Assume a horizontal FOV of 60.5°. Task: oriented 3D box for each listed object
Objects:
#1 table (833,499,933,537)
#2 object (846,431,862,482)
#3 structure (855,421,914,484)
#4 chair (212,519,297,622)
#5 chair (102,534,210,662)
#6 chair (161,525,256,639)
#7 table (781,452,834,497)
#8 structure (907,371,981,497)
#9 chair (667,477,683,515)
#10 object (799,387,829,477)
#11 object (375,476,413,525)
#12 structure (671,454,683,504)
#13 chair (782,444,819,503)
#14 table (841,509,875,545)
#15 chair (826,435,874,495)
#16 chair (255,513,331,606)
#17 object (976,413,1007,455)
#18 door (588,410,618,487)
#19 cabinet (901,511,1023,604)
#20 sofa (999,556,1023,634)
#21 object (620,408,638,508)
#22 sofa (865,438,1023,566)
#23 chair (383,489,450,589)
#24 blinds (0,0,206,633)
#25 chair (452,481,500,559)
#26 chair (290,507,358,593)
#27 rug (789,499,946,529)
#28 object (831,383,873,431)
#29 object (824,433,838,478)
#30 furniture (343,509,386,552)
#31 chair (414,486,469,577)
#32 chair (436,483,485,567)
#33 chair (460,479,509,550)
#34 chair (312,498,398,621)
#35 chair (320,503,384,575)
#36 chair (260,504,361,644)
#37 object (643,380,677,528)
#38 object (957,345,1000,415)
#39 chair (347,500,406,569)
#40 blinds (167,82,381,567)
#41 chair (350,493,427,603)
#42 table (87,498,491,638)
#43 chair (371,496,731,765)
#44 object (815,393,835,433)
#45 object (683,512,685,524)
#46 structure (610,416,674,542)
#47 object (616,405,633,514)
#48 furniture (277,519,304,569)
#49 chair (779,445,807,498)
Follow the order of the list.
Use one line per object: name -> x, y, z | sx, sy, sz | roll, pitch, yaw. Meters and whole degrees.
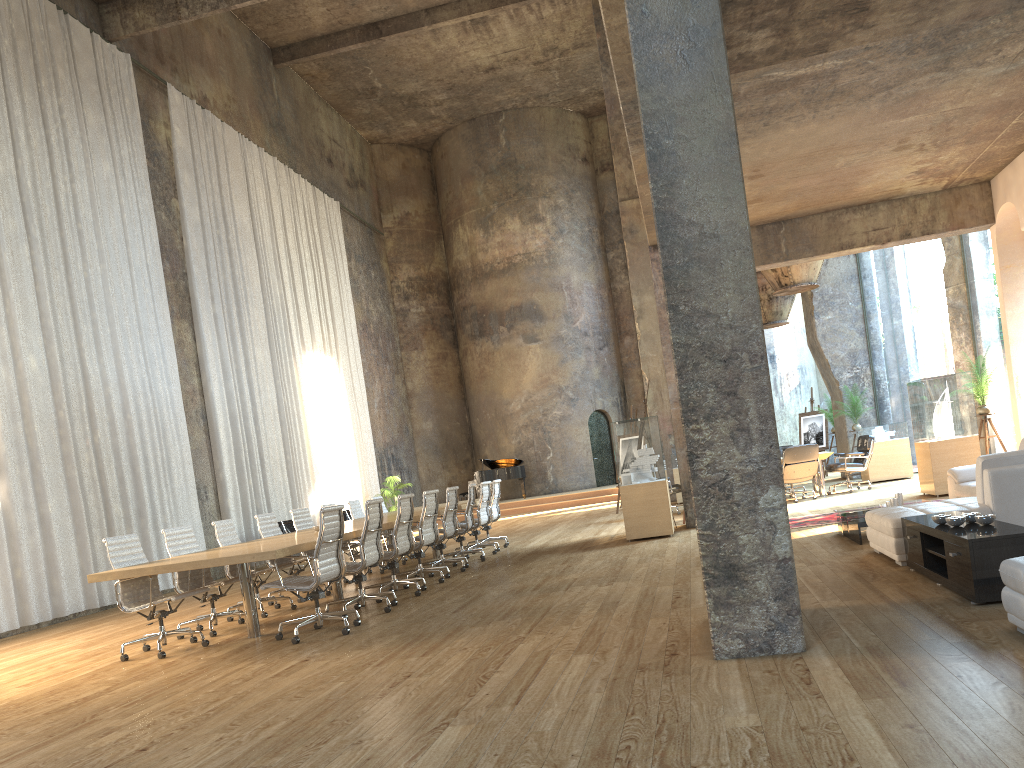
table -> 3.674, 1.328, 8.700 | 0.863, 0.247, 0.369 | -9, -4, 12
object -> 6.805, 1.363, 16.942 | 0.652, 0.973, 0.576 | -8, 0, -43
structure -> 6.738, 1.246, 15.924 | 0.738, 1.015, 0.741 | -8, -1, 11
chair -> -2.651, 1.878, 9.098 | 0.701, 1.026, 0.663 | -8, 0, 11
chair -> -2.965, 1.748, 7.408 | 0.703, 1.026, 0.662 | -8, 0, 17
chair -> -2.821, 1.816, 8.260 | 0.703, 1.026, 0.661 | -8, 0, 20
table -> 4.121, 1.663, 14.823 | 2.419, 0.700, 1.103 | -9, -4, 12
structure -> 5.710, 0.678, 11.594 | 0.596, 1.549, 0.739 | -8, 0, 11
chair -> 2.603, 1.819, 15.150 | 0.823, 0.893, 0.729 | -8, -1, 8
object -> 7.088, 1.134, 20.589 | 0.707, 2.149, 0.677 | -7, 1, 40
object -> -2.905, 3.010, 21.820 | 1.092, 1.458, 1.129 | -8, -1, 2
structure -> 3.685, 1.886, 17.910 | 0.746, 1.015, 0.733 | -8, -1, 11
chair -> 4.464, 1.438, 14.040 | 0.726, 0.893, 0.826 | -8, -2, -15
table -> 3.604, 1.322, 8.339 | 0.793, 0.202, 1.109 | -9, -6, 11
chair -> 5.552, 1.332, 14.511 | 0.822, 0.893, 0.729 | -8, -1, 6
chair -> -2.477, 1.947, 10.013 | 0.703, 1.026, 0.662 | -8, 0, 17
object -> 6.402, 0.906, 11.948 | 0.654, 0.973, 0.575 | -8, 0, -24
door -> 2.659, 1.919, 26.349 | 0.895, 2.299, 0.092 | -9, 2, -30
cabinet -> 2.819, 1.055, 5.495 | 0.397, 0.369, 1.560 | -9, -5, 11
sofa -> 3.189, 0.615, 3.472 | 2.075, 0.722, 1.069 | -9, -4, 11
object -> 2.675, 1.632, 19.305 | 0.690, 2.149, 0.694 | -7, 1, 37
sofa -> 4.024, 0.919, 7.586 | 2.072, 0.721, 2.925 | -9, -5, 11
chair -> -1.101, 1.731, 9.822 | 0.703, 1.026, 0.661 | -8, 0, 20
blinds -> -6.377, -1.344, 10.675 | 0.276, 8.650, 7.806 | -8, -2, 12
chair -> -0.570, 1.925, 12.435 | 0.703, 1.026, 0.661 | -8, 0, 20
chair -> -2.299, 2.011, 10.874 | 0.703, 1.026, 0.661 | -8, 0, 20
rug -> 4.051, 1.579, 10.537 | 2.472, 0.009, 1.344 | -9, -6, 12
object -> 6.536, 0.452, 17.021 | 0.863, 0.941, 0.685 | -9, -1, 14
object -> 7.228, 1.558, 19.418 | 0.659, 0.973, 0.569 | -8, 0, 6
furniture -> -3.217, 2.999, 18.305 | 0.711, 0.841, 1.869 | -8, -4, 11
chair -> -0.923, 1.794, 10.683 | 0.703, 1.026, 0.662 | -8, 0, 17
chair -> -0.732, 1.861, 11.595 | 0.701, 1.026, 0.663 | -8, 0, 11
chair -> -0.432, 1.993, 13.288 | 0.703, 1.026, 0.662 | -8, 0, 17
chair -> -1.457, 1.599, 8.043 | 0.702, 1.026, 0.662 | -8, 0, 15
chair -> -2.123, 2.076, 11.754 | 0.703, 1.026, 0.662 | -8, 0, 17
chair -> -1.648, 1.530, 7.115 | 0.703, 1.026, 0.662 | -8, 0, 17
object -> 1.840, 1.036, 12.370 | 0.687, 2.149, 0.697 | -8, 1, 10
object -> 6.329, -0.045, 11.912 | 0.688, 0.940, 0.860 | -8, -2, 2
chair -> -1.942, 2.143, 12.653 | 0.702, 1.026, 0.662 | -8, 0, 15
blinds -> -4.658, -0.717, 19.135 | 0.276, 8.650, 7.806 | -8, -2, 12
chair -> -1.277, 1.665, 8.942 | 0.703, 1.026, 0.662 | -8, 0, 17
table -> -1.703, 2.011, 10.427 | 1.607, 0.758, 7.704 | -9, -6, 11
chair -> 0.990, 1.761, 12.939 | 12.999, 1.031, 31.463 | -9, -6, 11
object -> 7.045, 0.627, 19.424 | 0.694, 0.940, 0.852 | -9, -2, 32
object -> 2.738, 1.385, 13.021 | 0.573, 1.299, 0.655 | -8, 0, 11
structure -> 1.721, 1.238, 11.502 | 0.596, 1.549, 0.739 | -8, 0, 11
object -> 2.401, 1.478, 17.435 | 0.707, 2.149, 0.677 | -7, 2, 43
furniture -> -3.692, 2.826, 15.967 | 0.711, 0.841, 1.869 | -8, -4, 11
chair -> 4.756, 1.543, 15.459 | 0.732, 0.893, 0.819 | -8, -2, 12
